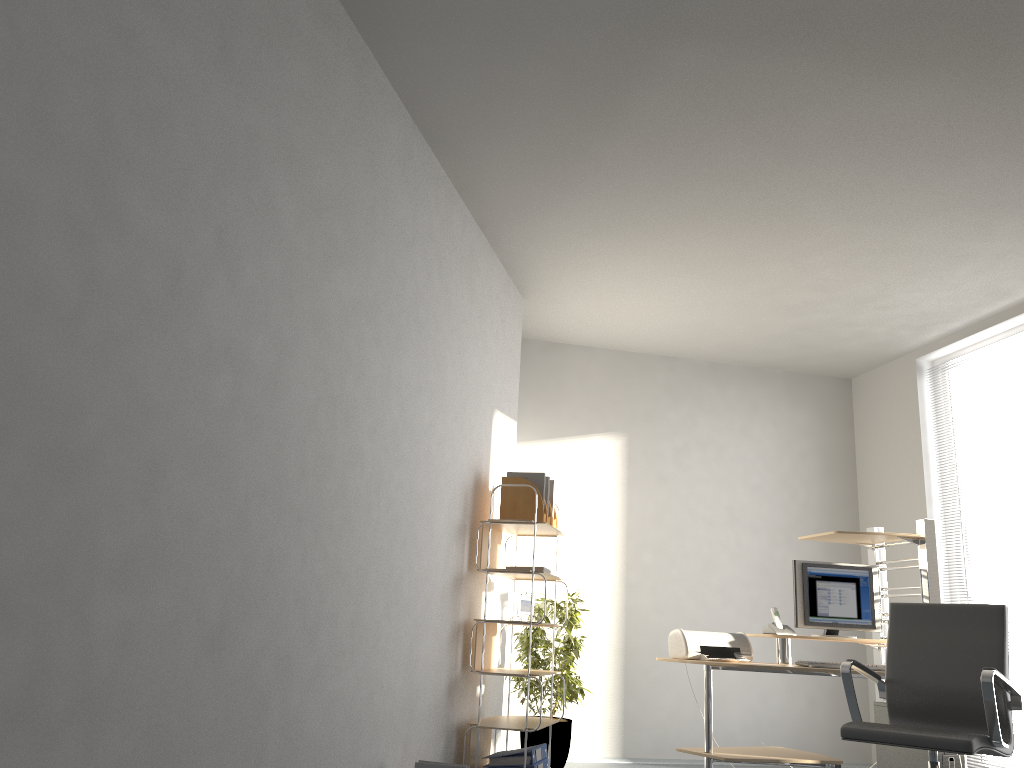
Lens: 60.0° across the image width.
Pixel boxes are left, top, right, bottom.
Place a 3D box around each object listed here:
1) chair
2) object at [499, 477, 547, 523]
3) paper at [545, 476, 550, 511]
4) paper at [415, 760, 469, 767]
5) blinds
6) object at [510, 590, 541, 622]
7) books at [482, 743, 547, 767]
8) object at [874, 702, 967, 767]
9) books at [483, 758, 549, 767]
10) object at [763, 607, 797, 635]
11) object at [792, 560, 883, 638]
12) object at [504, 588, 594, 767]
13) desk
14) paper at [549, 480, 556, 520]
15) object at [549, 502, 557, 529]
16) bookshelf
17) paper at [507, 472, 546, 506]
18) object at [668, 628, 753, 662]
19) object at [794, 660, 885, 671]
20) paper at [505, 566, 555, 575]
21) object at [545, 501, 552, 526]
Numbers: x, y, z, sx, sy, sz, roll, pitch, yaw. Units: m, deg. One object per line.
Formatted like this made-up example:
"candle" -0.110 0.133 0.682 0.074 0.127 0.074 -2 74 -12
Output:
"chair" 1.701 1.409 3.589 0.584 1.048 0.652 -11 -21 41
"object" 0.067 0.644 4.819 0.243 0.259 0.113 0 -16 12
"paper" 0.099 0.665 4.959 0.213 0.297 0.045 -1 -16 15
"paper" -0.286 1.640 3.449 0.220 0.306 0.068 -1 -16 14
"blinds" 3.219 0.970 5.258 0.037 2.749 1.950 6 -16 -12
"object" 0.075 1.184 4.719 0.077 0.161 0.192 -7 -19 32
"books" 0.018 1.890 4.520 0.263 0.100 0.320 -1 -16 15
"object" 2.140 1.912 4.652 0.199 0.422 0.471 6 -16 -12
"books" 0.025 1.943 4.503 0.262 0.072 0.320 -1 -16 15
"object" 1.503 1.334 4.997 0.150 0.151 0.119 11 -17 -25
"object" 1.864 1.252 5.131 0.516 0.418 0.245 2 -16 2
"object" 0.259 1.886 5.709 0.544 1.147 0.644 -2 -16 16
"desk" 1.633 1.458 4.734 1.469 1.566 0.967 6 -16 -12
"paper" 0.136 0.699 5.073 0.213 0.297 0.045 -2 -16 18
"object" 0.130 0.712 5.049 0.243 0.259 0.113 -2 -16 18
"bookshelf" 0.046 1.361 4.683 0.381 1.572 0.724 -1 -16 15
"paper" 0.070 0.631 4.844 0.213 0.297 0.045 0 -16 12
"object" 1.134 1.439 4.874 0.438 0.162 0.351 9 -17 -20
"object" 1.694 1.553 4.831 0.478 0.082 0.814 4 -16 -5
"paper" 0.101 1.034 4.868 0.213 0.046 0.297 -1 -16 14
"object" 0.094 0.678 4.935 0.243 0.259 0.113 -1 -16 15
